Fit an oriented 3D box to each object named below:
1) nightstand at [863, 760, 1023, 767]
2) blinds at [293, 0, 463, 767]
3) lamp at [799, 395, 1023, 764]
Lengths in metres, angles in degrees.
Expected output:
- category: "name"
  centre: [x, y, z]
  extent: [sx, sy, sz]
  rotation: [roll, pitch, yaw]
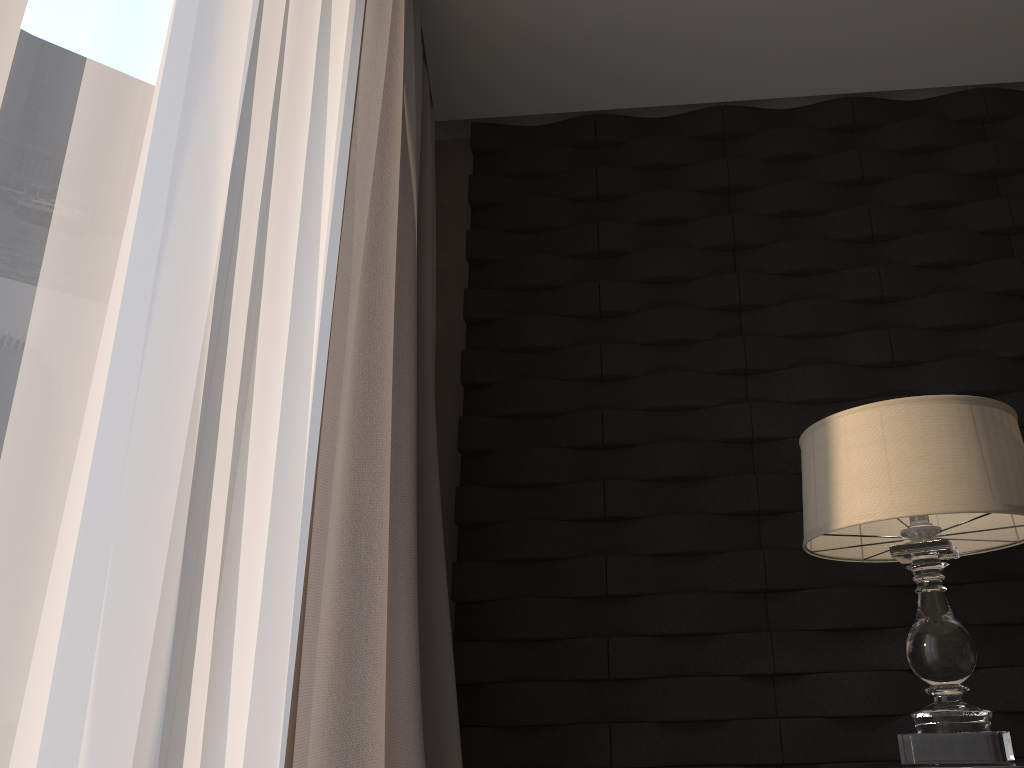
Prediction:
- category: "nightstand"
  centre: [0.815, 0.964, 1.472]
  extent: [0.534, 0.605, 0.565]
  rotation: [-8, -24, 18]
- category: "blinds"
  centre: [-0.170, 0.078, 1.937]
  extent: [0.341, 2.649, 0.994]
  rotation: [1, -22, 1]
- category: "lamp"
  centre: [0.813, 0.393, 1.712]
  extent: [0.442, 0.633, 0.488]
  rotation: [-17, -28, 36]
